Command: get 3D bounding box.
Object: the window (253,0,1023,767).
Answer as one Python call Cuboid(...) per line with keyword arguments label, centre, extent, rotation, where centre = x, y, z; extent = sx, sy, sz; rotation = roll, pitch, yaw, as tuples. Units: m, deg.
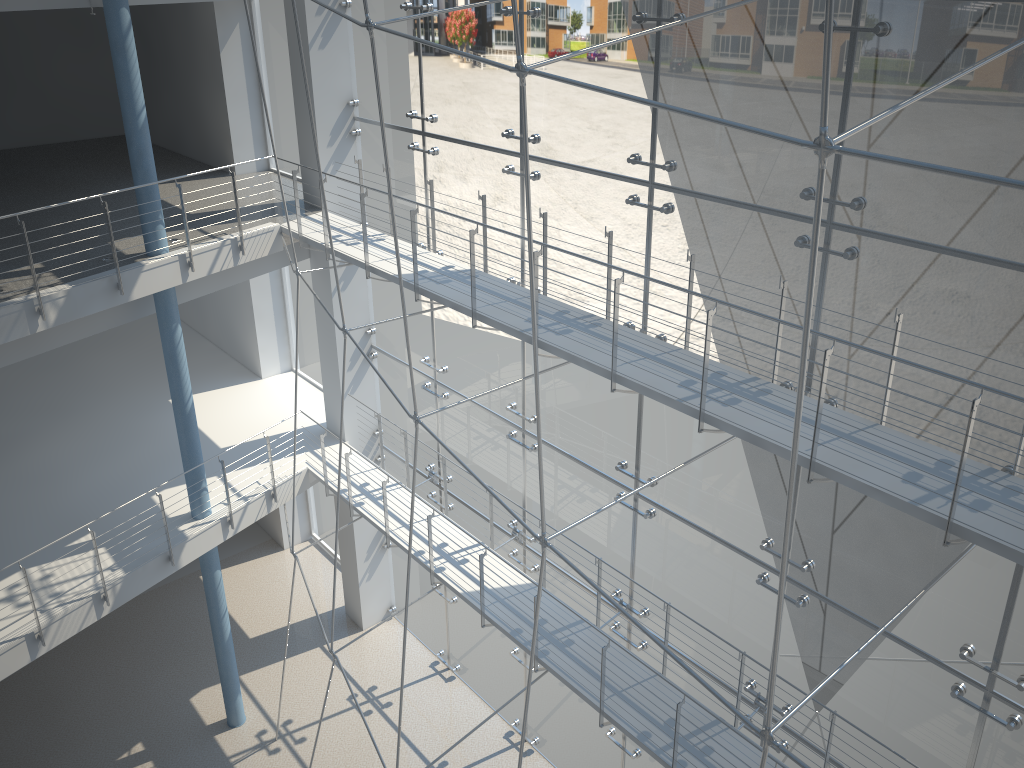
Cuboid(label="window", centre=(0.667, -0.176, 0.599), extent=(0.010, 2.705, 3.905), rotation=(-18, 30, -36))
